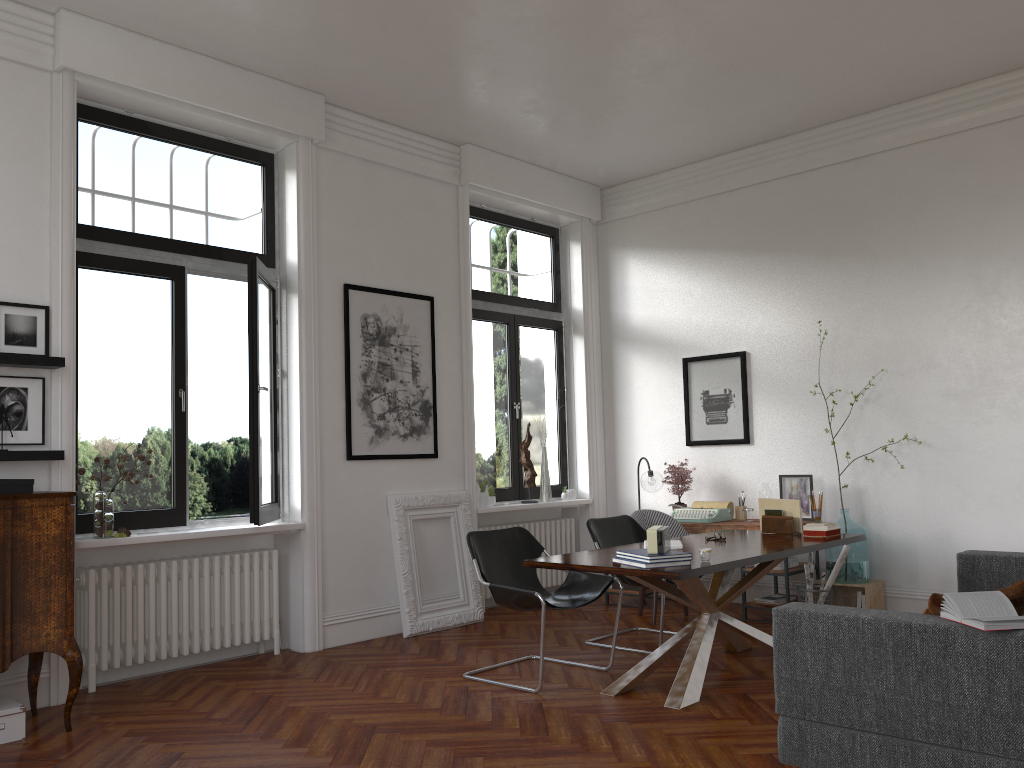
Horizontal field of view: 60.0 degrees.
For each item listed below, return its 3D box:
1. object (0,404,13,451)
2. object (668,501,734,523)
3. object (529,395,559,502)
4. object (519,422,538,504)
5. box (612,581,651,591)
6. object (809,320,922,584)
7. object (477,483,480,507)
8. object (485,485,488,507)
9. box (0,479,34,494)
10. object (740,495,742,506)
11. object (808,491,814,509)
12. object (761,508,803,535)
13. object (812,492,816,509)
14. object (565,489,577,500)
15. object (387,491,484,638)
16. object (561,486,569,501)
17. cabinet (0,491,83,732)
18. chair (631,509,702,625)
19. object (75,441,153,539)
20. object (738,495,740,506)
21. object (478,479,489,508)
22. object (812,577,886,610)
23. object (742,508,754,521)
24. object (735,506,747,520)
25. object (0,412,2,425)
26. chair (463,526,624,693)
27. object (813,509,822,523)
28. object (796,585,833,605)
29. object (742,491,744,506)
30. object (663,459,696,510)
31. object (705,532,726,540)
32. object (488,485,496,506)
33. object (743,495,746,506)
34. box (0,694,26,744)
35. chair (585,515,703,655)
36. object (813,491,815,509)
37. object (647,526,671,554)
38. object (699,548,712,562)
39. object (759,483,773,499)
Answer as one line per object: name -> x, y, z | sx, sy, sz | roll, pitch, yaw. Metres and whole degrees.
object -> -2.793, 0.243, 4.858 | 0.040, 0.261, 0.110 | -5, -5, 43
object -> 1.555, 1.078, 7.503 | 0.535, 0.148, 0.484 | -6, -6, 42
object -> 0.352, 0.583, 8.341 | 0.296, 1.052, 0.290 | 2, -5, -44
object -> 0.146, 0.723, 8.147 | 0.165, 0.752, 0.143 | -1, -4, -4
box -> 1.101, 1.771, 7.880 | 0.296, 0.082, 0.318 | -6, -7, 43
object -> 2.730, 0.490, 6.845 | 0.808, 2.055, 0.354 | -3, -4, 24
object -> -0.299, 0.964, 7.704 | 0.051, 0.213, 0.051 | -1, -4, -12
object -> -0.237, 0.977, 7.735 | 0.051, 0.188, 0.051 | -1, -4, -12
box -> -2.686, 0.536, 4.636 | 0.209, 0.086, 0.282 | -6, -7, 43
object -> 1.945, 1.044, 7.533 | 0.008, 0.207, 0.054 | -4, -4, 30
object -> 1.996, 0.809, 5.888 | 0.049, 0.193, 0.008 | -3, -4, 13
object -> 1.846, 0.936, 6.066 | 0.228, 0.166, 0.150 | -6, -6, 43
object -> 2.005, 0.807, 5.862 | 0.049, 0.193, 0.008 | 2, -5, -42
object -> 0.564, 1.079, 8.668 | 0.132, 0.097, 0.135 | -3, -5, 13
object -> -0.586, 1.394, 7.007 | 0.234, 1.061, 0.830 | -5, -5, 43
object -> 0.506, 1.047, 8.486 | 0.072, 0.134, 0.072 | 0, -4, -21
cabinet -> -2.813, 1.154, 4.252 | 0.641, 1.216, 1.266 | -5, -6, 43
chair -> 1.235, 1.434, 7.051 | 0.717, 0.898, 0.548 | -5, -5, 36
object -> -2.421, 0.645, 5.507 | 0.317, 0.598, 0.542 | -3, -4, 14
object -> 1.933, 1.043, 7.527 | 0.008, 0.207, 0.054 | -2, -4, 8
object -> -0.247, 0.941, 7.636 | 0.098, 0.244, 0.103 | -3, -4, 21
object -> 2.590, 1.679, 6.832 | 0.435, 0.316, 0.341 | -6, -6, 43
object -> 1.946, 1.078, 7.303 | 0.093, 0.101, 0.093 | -5, -5, 35
object -> 1.939, 1.091, 7.505 | 0.075, 0.113, 0.058 | -5, -5, 43
object -> -2.821, 0.219, 4.790 | 0.040, 0.298, 0.118 | -5, -5, 43
chair -> 0.161, 1.328, 5.382 | 0.746, 0.871, 0.753 | -6, -6, 43
object -> 2.026, 0.874, 5.878 | 0.058, 0.091, 0.058 | -4, -5, 30
object -> 2.273, 1.679, 6.637 | 0.261, 0.304, 0.261 | -2, -4, 8
object -> 1.959, 1.026, 7.529 | 0.023, 0.239, 0.028 | -5, -5, 40
object -> 1.487, 0.930, 7.938 | 0.290, 0.528, 0.309 | -2, -4, -2
object -> 1.310, 0.984, 5.733 | 0.133, 0.047, 0.114 | -2, -5, 6
object -> -0.187, 0.987, 7.859 | 0.097, 0.185, 0.099 | 0, -4, -24
object -> 1.959, 1.041, 7.514 | 0.054, 0.207, 0.008 | -4, -4, 26
box -> -2.626, 1.690, 4.425 | 0.394, 0.176, 0.245 | -6, -6, 43
chair -> 0.969, 1.378, 6.236 | 0.746, 0.871, 0.753 | -6, -6, 43
object -> 2.016, 0.808, 5.908 | 0.008, 0.195, 0.032 | -1, -4, -3
object -> 0.756, 0.800, 4.560 | 0.082, 0.125, 0.276 | -3, -5, 17
object -> 0.989, 0.883, 4.565 | 0.082, 0.065, 0.064 | 1, -5, -26
object -> 2.111, 0.978, 7.361 | 0.111, 0.302, 0.112 | -1, -4, -10
